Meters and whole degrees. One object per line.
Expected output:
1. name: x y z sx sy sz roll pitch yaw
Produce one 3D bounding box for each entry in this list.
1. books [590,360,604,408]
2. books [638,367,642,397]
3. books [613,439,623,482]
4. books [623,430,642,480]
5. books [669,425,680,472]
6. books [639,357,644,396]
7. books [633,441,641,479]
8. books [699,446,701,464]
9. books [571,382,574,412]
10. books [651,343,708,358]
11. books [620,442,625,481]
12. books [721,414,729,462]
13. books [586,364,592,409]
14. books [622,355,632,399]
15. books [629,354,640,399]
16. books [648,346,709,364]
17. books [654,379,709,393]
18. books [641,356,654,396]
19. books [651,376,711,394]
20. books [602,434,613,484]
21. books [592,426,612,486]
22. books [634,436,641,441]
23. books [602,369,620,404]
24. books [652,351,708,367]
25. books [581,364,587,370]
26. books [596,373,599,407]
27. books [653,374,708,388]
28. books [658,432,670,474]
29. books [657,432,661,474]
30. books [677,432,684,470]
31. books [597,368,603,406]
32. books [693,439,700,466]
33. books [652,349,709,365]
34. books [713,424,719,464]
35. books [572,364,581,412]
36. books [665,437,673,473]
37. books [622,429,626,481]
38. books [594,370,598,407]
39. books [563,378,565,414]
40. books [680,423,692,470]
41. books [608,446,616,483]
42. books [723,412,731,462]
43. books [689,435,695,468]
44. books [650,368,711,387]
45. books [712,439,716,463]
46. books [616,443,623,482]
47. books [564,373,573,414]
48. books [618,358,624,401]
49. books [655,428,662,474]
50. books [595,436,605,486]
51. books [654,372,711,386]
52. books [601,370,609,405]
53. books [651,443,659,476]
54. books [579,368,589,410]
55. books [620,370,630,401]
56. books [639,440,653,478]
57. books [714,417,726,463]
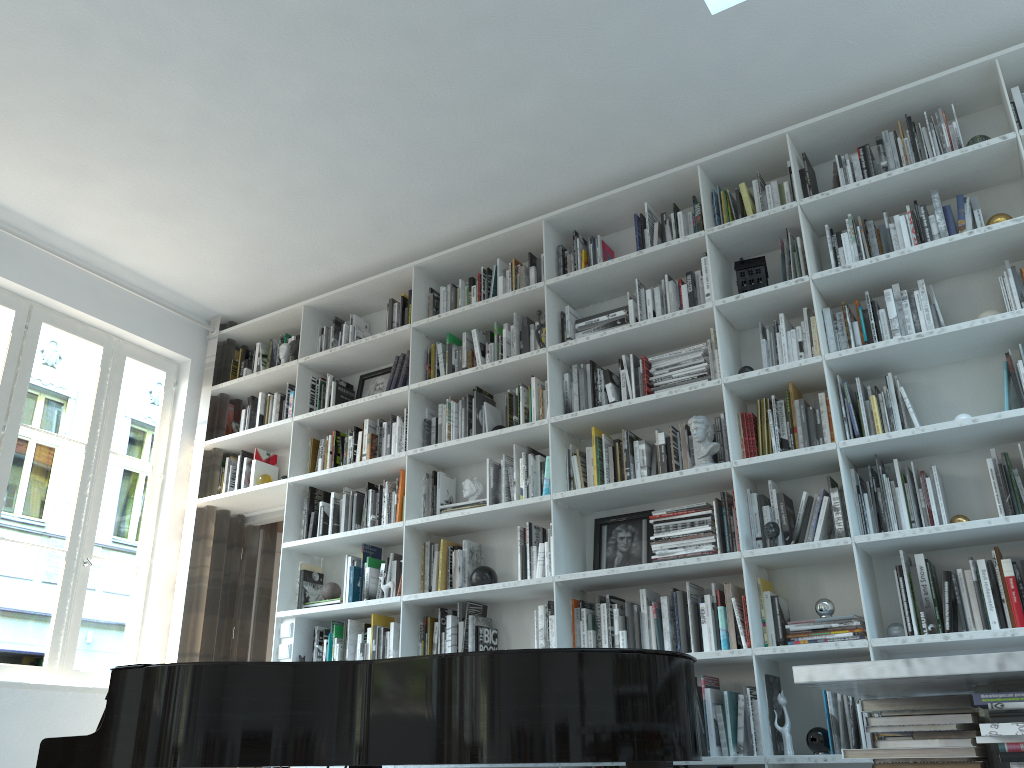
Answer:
1. books: 0.427 0.053 4.281 0.011 0.299 0.180 -14 -26 29
2. books: 0.635 0.040 4.152 0.024 0.215 0.133 -14 -26 29
3. books: 0.517 0.397 4.104 0.028 0.258 0.135 -14 -26 29
4. books: 0.565 0.365 4.041 0.028 0.266 0.190 -14 -26 29
5. books: 0.746 0.326 3.927 0.012 0.244 0.186 -14 -26 29
6. books: 0.647 0.020 4.141 0.015 0.244 0.183 -14 -26 29
7. books: 0.604 0.385 4.024 0.024 0.215 0.176 -14 -26 29
8. books: 0.860 0.328 3.882 0.035 0.200 0.149 -14 -26 29
9. books: 0.340 0.116 4.334 0.027 0.227 0.148 -14 -26 29
10. books: 0.795 -0.121 4.111 0.285 0.012 0.160 -15 -27 31
11. books: 0.543 0.395 4.071 0.026 0.235 0.137 -14 -26 29
12. books: 0.951 0.274 3.855 0.025 0.277 0.108 -14 -26 29
13. books: 0.414 0.062 4.296 0.029 0.294 0.151 -14 -26 29
14. books: 0.585 0.018 4.193 0.049 0.290 0.162 -14 -26 29
15. books: 0.607 0.016 4.161 0.021 0.268 0.192 -14 -26 29
16. books: 0.791 -0.112 4.101 0.285 0.012 0.160 -12 -26 24
17. books: 0.798 0.037 4.047 0.254 0.012 0.161 -14 -27 28
18. books: 0.652 0.012 4.125 0.013 0.245 0.177 -14 -26 29
19. books: 0.796 0.024 4.048 0.285 0.012 0.160 -13 -26 26
20. books: 0.465 0.387 4.107 0.010 0.279 0.171 -14 -26 29
21. books: 0.426 0.374 4.120 0.014 0.316 0.188 -14 -26 29
22. books: 0.596 0.377 4.050 0.011 0.250 0.131 -14 -26 29
23. books: 0.500 0.061 4.221 0.066 0.235 0.154 -14 -26 29
24. books: 0.795 -0.088 4.097 0.254 0.012 0.161 -15 -27 31
25. books: 0.379 0.067 4.328 0.014 0.311 0.134 -14 -26 29
26. books: 0.449 0.080 4.259 0.014 0.232 0.147 -14 -26 29
27. books: 0.797 0.014 4.054 0.254 0.012 0.161 -15 -27 31
28. books: 0.709 0.349 3.954 0.029 0.223 0.186 -14 -26 29
29. books: 0.698 0.352 3.974 0.010 0.233 0.175 -14 -26 29
30. books: 0.782 0.341 3.944 0.025 0.229 0.143 -14 -26 29
31. books: 0.458 0.067 4.253 0.014 0.249 0.173 -14 -26 29
32. books: 0.837 0.309 3.909 0.024 0.258 0.127 -14 -26 29
33. books: 0.797 -0.098 4.105 0.254 0.012 0.161 -14 -27 29
34. books: 0.915 0.303 3.877 0.021 0.241 0.103 -14 -26 29
35. books: 0.352 0.072 4.320 0.026 0.295 0.180 -14 -26 29
36. books: 0.735 0.354 3.937 0.029 0.199 0.179 -14 -26 29
37. books: 0.556 0.367 4.065 0.013 0.282 0.177 -14 -26 29
38. books: 0.438 0.074 4.268 0.011 0.251 0.153 -14 -26 29
39. books: 0.298 0.112 4.356 0.012 0.253 0.161 -14 -26 29
40. books: 0.792 0.316 3.923 0.025 0.257 0.151 -14 -26 29
41. books: 0.492 0.415 4.106 0.024 0.227 0.148 -14 -26 29
42. books: 0.959 0.270 3.831 0.014 0.265 0.154 -14 -26 29
43. books: 0.821 0.340 3.915 0.022 0.205 0.114 -14 -26 29
44. books: 0.798 -0.007 4.066 0.285 0.012 0.160 -15 -27 30
45. books: 0.894 0.319 3.868 0.012 0.205 0.146 -14 -26 29
46. books: 0.524 0.400 4.073 0.012 0.227 0.170 -14 -26 29
47. books: 0.309 0.098 4.341 0.026 0.266 0.171 -14 -26 29
48. books: 0.544 0.033 4.219 0.022 0.284 0.131 -14 -26 29
49. books: 0.690 0.345 3.988 0.014 0.257 0.162 -14 -26 29
50. books: 0.438 0.394 4.103 0.015 0.265 0.189 -14 -26 29
51. books: 0.797 0.003 4.059 0.254 0.012 0.161 -13 -26 27
52. books: 0.470 0.070 4.246 0.011 0.238 0.148 -14 -26 29
53. books: 0.669 0.382 3.999 0.050 0.198 0.146 -14 -26 29
54. books: 0.382 0.076 4.289 0.025 0.264 0.186 -14 -26 29
55. books: 0.560 0.057 4.190 0.024 0.215 0.148 -14 -26 29
56. books: 0.628 0.380 4.012 0.030 0.214 0.169 -14 -26 29
57. books: 0.925 0.284 3.855 0.025 0.258 0.131 -14 -26 29
